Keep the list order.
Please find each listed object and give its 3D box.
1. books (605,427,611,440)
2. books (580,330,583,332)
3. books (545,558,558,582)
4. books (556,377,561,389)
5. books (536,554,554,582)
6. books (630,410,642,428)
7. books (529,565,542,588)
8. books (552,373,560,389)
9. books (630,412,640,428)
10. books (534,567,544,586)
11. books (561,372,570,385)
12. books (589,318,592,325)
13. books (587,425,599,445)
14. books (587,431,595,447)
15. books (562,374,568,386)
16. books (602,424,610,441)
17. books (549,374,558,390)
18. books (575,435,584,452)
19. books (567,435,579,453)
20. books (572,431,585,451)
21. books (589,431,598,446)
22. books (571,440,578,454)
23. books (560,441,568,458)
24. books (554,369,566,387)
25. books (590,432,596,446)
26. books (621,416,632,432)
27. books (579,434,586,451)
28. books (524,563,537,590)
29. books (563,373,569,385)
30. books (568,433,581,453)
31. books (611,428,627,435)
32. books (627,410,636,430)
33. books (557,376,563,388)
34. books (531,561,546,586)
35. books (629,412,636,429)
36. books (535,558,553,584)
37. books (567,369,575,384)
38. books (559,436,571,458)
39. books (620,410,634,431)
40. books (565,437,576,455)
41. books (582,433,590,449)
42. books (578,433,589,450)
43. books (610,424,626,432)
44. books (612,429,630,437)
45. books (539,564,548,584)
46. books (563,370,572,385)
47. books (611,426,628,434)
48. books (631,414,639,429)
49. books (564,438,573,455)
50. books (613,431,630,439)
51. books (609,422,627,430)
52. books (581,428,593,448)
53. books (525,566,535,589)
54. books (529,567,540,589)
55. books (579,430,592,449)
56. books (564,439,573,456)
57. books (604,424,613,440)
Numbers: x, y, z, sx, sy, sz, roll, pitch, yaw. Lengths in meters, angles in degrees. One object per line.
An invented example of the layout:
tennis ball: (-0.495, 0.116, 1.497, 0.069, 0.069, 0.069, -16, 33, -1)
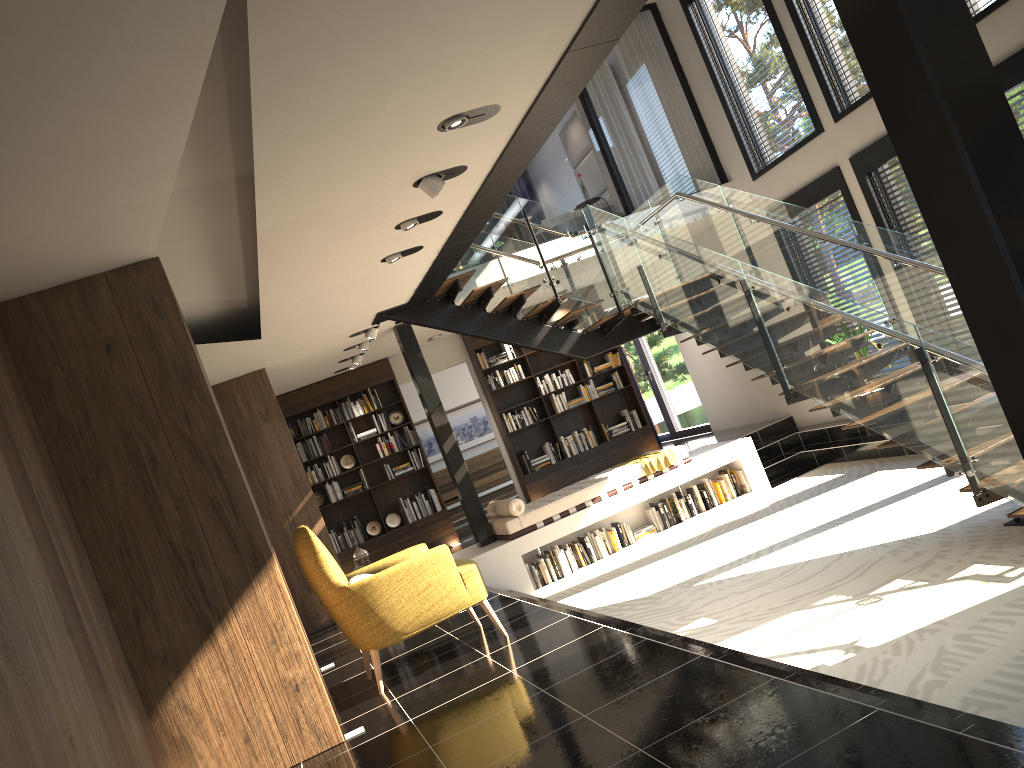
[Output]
books: (1.356, 0.723, 12.745, 0.025, 0.199, 0.149, -21, -2, -17)
books: (1.006, -0.764, 12.903, 0.287, 0.025, 0.176, -21, -3, -21)
books: (0.394, 1.953, 9.334, 0.027, 0.254, 0.204, -21, -2, -17)
books: (0.641, -0.008, 12.680, 0.021, 0.176, 0.161, -21, -2, -17)
books: (0.348, 1.940, 9.362, 0.029, 0.314, 0.163, -21, -2, -17)
books: (1.791, 0.517, 12.886, 0.025, 0.274, 0.205, -21, -2, -17)
books: (0.241, 2.019, 9.299, 0.027, 0.241, 0.150, -21, -2, -17)
books: (0.615, -0.028, 12.654, 0.028, 0.231, 0.167, -21, -2, -17)
books: (1.772, 0.535, 12.885, 0.023, 0.254, 0.191, -21, -2, -17)
books: (0.264, 2.027, 9.333, 0.029, 0.211, 0.131, -21, -2, -17)
books: (0.768, -0.071, 12.749, 0.030, 0.208, 0.119, -21, -2, -17)
books: (1.124, -0.892, 12.957, 0.030, 0.231, 0.177, -21, -2, -17)
books: (1.155, 0.742, 12.708, 0.022, 0.307, 0.131, -21, -2, -17)
books: (1.105, 0.790, 12.656, 0.028, 0.250, 0.162, -21, -2, -17)
books: (0.737, -0.046, 12.698, 0.027, 0.179, 0.164, -21, -2, -17)
books: (1.318, 0.703, 12.752, 0.024, 0.263, 0.174, -21, -2, -17)
books: (0.583, -0.022, 12.656, 0.030, 0.244, 0.142, -21, -2, -17)
books: (0.930, 0.853, 12.596, 0.025, 0.255, 0.202, -21, -2, -17)
books: (0.865, 0.866, 12.603, 0.031, 0.280, 0.141, -21, -2, -17)
books: (0.941, 0.823, 12.623, 0.032, 0.305, 0.156, -21, -2, -17)
books: (1.151, 0.786, 12.690, 0.026, 0.227, 0.129, -21, -2, -17)
books: (0.855, 0.904, 12.584, 0.025, 0.214, 0.170, -21, -2, -17)
books: (0.711, 0.934, 12.561, 0.025, 0.263, 0.156, -21, -2, -17)
books: (0.693, -0.075, 12.697, 0.032, 0.265, 0.149, -21, -2, -17)
books: (1.129, 0.797, 12.683, 0.026, 0.221, 0.145, -21, -2, -17)
books: (1.662, 0.581, 12.846, 0.025, 0.246, 0.149, -21, -2, -17)
books: (0.979, 0.840, 12.618, 0.023, 0.246, 0.149, -21, -2, -17)
books: (0.185, 2.016, 9.296, 0.024, 0.285, 0.130, -21, -2, -17)
books: (0.755, -0.056, 12.716, 0.023, 0.187, 0.148, -21, -2, -17)
books: (0.890, 0.847, 12.612, 0.032, 0.298, 0.170, -21, -2, -17)
books: (1.531, 0.690, 12.818, 0.250, 0.026, 0.148, -21, -3, -21)
books: (1.699, 0.533, 12.867, 0.027, 0.311, 0.149, -21, -2, -17)
books: (0.672, -0.016, 12.692, 0.047, 0.171, 0.167, -21, -2, -17)
books: (0.281, 1.997, 9.346, 0.030, 0.256, 0.145, -21, -2, -17)
books: (1.726, 0.546, 12.883, 0.023, 0.267, 0.147, -21, -2, -17)
books: (0.334, 1.966, 9.326, 0.035, 0.273, 0.200, -21, -2, -17)
books: (0.826, -0.100, 12.751, 0.046, 0.219, 0.145, -21, -2, -17)
books: (0.738, 0.895, 12.538, 0.035, 0.312, 0.161, -21, -2, -17)
books: (1.671, 0.535, 12.857, 0.030, 0.325, 0.195, -21, -2, -17)
books: (0.822, 0.883, 12.566, 0.030, 0.276, 0.161, -21, -2, -17)
books: (1.030, 0.819, 12.645, 0.029, 0.250, 0.143, -21, -2, -17)
books: (1.002, 0.827, 12.634, 0.034, 0.254, 0.195, -21, -2, -17)
books: (1.513, 0.644, 12.818, 0.250, 0.026, 0.149, -21, -3, -21)
books: (1.544, 0.714, 12.806, 0.285, 0.030, 0.176, -21, -3, -19)
books: (0.311, 2.002, 9.346, 0.020, 0.225, 0.156, -21, -2, -17)
books: (0.795, -0.089, 12.739, 0.024, 0.220, 0.148, -21, -2, -17)
books: (1.525, 0.665, 12.806, 0.263, 0.024, 0.167, -20, -3, -22)
books: (1.753, 0.554, 12.886, 0.022, 0.234, 0.179, -21, -2, -17)
books: (0.791, 0.897, 12.582, 0.024, 0.274, 0.151, -21, -2, -17)
books: (1.552, 0.742, 12.813, 0.272, 0.025, 0.156, -21, -3, -20)
books: (1.506, 0.616, 12.805, 0.288, 0.030, 0.176, -21, -3, -13)
books: (1.070, 0.780, 12.661, 0.024, 0.294, 0.178, -21, -2, -17)
books: (0.162, 2.034, 9.303, 0.025, 0.270, 0.157, -21, -2, -17)
books: (0.221, 2.032, 9.288, 0.024, 0.229, 0.171, -21, -2, -17)
books: (1.051, 0.795, 12.648, 0.028, 0.280, 0.155, -21, -2, -17)
books: (0.774, 0.909, 12.557, 0.030, 0.262, 0.173, -21, -2, -17)
books: (1.374, 0.695, 12.745, 0.026, 0.238, 0.159, -21, -2, -17)
